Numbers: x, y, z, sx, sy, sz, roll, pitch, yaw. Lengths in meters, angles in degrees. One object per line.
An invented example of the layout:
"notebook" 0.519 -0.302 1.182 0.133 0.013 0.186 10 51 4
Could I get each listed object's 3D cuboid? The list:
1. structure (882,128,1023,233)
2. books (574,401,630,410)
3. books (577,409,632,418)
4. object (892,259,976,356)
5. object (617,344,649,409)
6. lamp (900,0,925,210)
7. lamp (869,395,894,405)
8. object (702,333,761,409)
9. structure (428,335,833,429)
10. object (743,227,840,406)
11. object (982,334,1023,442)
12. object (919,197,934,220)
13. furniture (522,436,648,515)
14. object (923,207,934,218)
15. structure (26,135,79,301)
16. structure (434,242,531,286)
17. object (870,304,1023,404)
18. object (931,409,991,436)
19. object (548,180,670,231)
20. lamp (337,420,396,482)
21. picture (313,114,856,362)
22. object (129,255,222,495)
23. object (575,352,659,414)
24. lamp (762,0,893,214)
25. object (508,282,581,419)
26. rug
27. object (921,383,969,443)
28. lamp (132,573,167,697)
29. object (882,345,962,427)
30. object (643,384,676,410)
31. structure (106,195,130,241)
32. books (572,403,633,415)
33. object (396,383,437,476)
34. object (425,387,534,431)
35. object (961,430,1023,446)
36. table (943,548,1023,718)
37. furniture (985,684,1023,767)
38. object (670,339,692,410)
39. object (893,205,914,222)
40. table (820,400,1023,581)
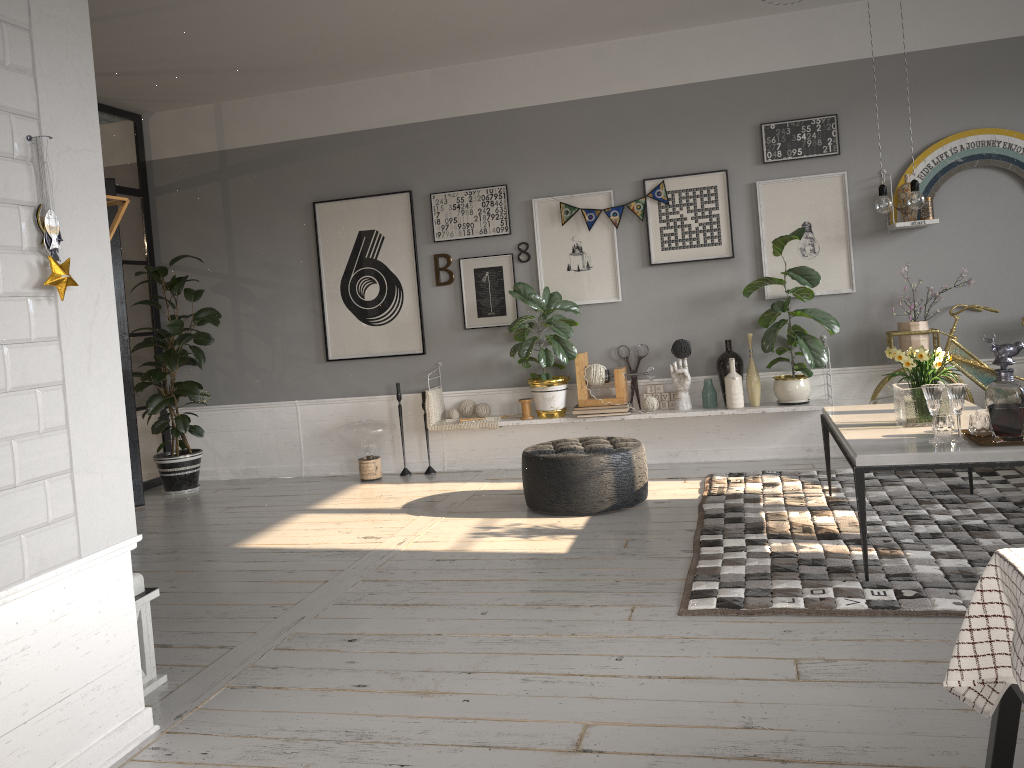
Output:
"structure" 3.397 -1.180 5.447 2.019 0.954 0.268 -4 2 15
"books" 0.630 0.150 6.177 0.379 0.017 0.230 -4 5 12
"books" 0.647 0.197 6.169 0.368 0.021 0.297 -4 5 9
"object" 2.653 -0.484 5.575 0.487 0.640 0.254 -3 2 32
"object" 0.870 -0.048 6.253 0.221 0.463 0.019 -4 1 15
"lamp" 1.120 -1.478 3.774 1.398 1.534 0.074 -6 1 -16
"lamp" 2.448 0.287 5.469 0.434 0.437 0.432 -8 4 -44
"object" 1.461 -0.087 5.948 0.286 0.487 0.331 -6 2 -25
"structure" 0.760 0.010 6.163 2.772 0.486 0.309 -4 2 15
"object" 1.833 -0.438 5.804 0.417 1.148 0.566 -6 2 -36
"object" 1.895 0.012 3.388 0.155 0.416 0.149 -4 2 34
"object" 2.616 -1.104 5.586 0.086 0.139 0.086 -5 2 7
"furniture" 0.426 0.522 5.205 0.735 0.356 0.738 -5 4 2
"object" 2.661 -1.086 5.656 0.062 0.081 0.062 -5 2 -10
"structure" -1.232 -0.441 2.356 0.078 0.447 0.134 -5 1 3
"structure" -0.219 -0.884 6.533 0.738 0.262 0.024 -4 1 15
"object" 3.087 -0.034 5.504 1.625 0.968 0.427 -4 2 6
"object" 1.885 0.166 3.585 0.279 0.087 0.247 -5 5 -7
"object" 0.689 -1.254 6.255 0.913 0.339 0.057 -4 1 14
"lamp" -1.061 0.489 6.544 0.431 0.437 0.434 -3 4 37
"picture" -1.779 -0.714 4.849 7.283 1.791 4.057 -4 4 15
"object" -2.879 0.084 5.165 1.010 1.790 3.913 -4 4 14
"object" 0.732 -0.014 6.139 0.545 0.439 0.239 -4 2 15
"lamp" 1.015 -1.477 3.863 1.398 1.534 0.074 -6 1 -16
"object" 0.236 -0.243 6.195 0.510 0.962 0.547 -5 2 0
"rug" 1.780 0.656 4.252 1.767 0.034 2.538 -4 5 15
"object" 1.714 0.116 3.492 0.167 0.226 0.082 -4 2 26
"lamp" -1.375 0.806 2.931 0.286 0.477 0.288 -4 2 14
"object" 1.842 0.001 3.970 0.324 0.350 0.353 -4 3 17
"object" 1.047 0.087 6.175 0.264 0.173 0.078 -3 2 20
"structure" -1.485 -0.727 2.776 0.494 0.774 0.186 -4 1 15
"books" 0.632 0.174 6.167 0.383 0.029 0.261 -3 5 15
"object" -0.731 0.324 6.600 0.279 0.700 0.092 -5 1 7
"object" -0.215 0.166 6.394 0.784 0.306 0.330 -4 3 15
"object" 1.917 0.206 3.456 0.246 0.015 0.319 -4 5 15
"table" 1.515 0.607 0.636 2.022 0.783 0.935 -4 3 14
"furniture" 1.696 0.691 1.409 1.667 0.455 0.467 -4 3 15
"object" 1.162 -0.066 6.042 0.155 0.482 0.137 -4 1 14
"object" 2.470 -1.104 5.609 0.060 0.165 0.197 -6 3 -42
"table" 1.856 0.431 3.990 0.731 0.509 1.462 -4 5 15
